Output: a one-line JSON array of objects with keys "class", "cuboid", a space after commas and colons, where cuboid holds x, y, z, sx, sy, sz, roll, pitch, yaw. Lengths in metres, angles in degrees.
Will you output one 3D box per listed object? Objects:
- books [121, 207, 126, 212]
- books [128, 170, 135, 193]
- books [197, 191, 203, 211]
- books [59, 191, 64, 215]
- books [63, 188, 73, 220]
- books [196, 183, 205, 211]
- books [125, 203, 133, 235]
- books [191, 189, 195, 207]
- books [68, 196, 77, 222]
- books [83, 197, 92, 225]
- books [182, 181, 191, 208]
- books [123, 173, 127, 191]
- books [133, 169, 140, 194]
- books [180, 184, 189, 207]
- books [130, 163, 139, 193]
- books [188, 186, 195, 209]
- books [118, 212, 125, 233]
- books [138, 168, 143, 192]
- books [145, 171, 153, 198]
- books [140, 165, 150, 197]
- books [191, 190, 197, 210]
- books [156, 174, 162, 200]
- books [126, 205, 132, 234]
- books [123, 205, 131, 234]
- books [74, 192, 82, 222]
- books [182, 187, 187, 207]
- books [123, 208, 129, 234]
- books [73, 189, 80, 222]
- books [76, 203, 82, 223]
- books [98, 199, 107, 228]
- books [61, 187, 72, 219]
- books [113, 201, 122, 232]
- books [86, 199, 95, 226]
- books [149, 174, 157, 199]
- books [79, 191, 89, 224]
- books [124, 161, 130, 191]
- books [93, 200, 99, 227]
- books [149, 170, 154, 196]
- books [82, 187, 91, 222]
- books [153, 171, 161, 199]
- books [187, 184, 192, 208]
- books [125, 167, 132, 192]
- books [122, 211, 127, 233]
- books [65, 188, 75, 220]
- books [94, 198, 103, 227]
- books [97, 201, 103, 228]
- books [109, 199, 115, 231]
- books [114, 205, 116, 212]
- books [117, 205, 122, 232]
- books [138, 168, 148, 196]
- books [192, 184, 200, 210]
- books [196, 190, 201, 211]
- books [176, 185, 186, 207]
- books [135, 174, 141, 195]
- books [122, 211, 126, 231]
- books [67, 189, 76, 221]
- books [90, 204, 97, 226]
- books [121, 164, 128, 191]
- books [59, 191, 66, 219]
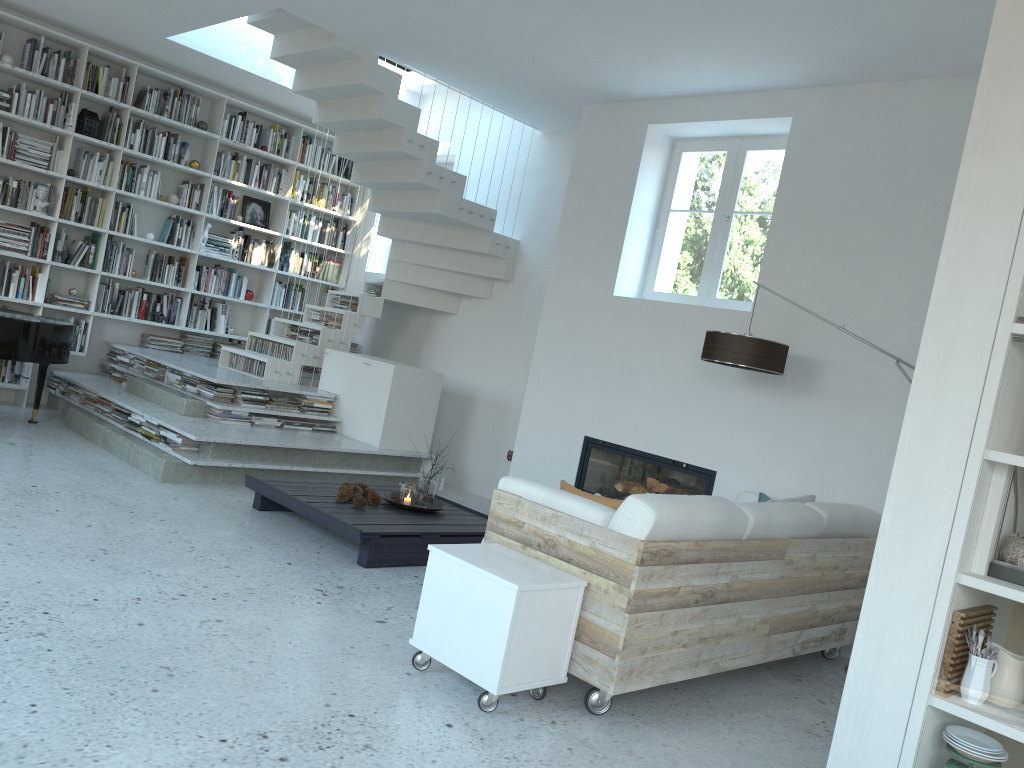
[{"class": "books", "cuboid": [-3.568, -1.489, 8.055, 0.008, 0.242, 0.168, 9, 3, -45]}, {"class": "books", "cuboid": [-3.490, -1.835, 8.052, 0.026, 0.216, 0.161, 9, 3, -45]}, {"class": "books", "cuboid": [-3.029, -1.753, 8.509, 0.012, 0.206, 0.169, 9, 3, -45]}, {"class": "books", "cuboid": [-3.940, -1.553, 7.688, 0.014, 0.244, 0.145, 9, 4, -45]}, {"class": "books", "cuboid": [-3.892, -1.569, 7.725, 0.035, 0.293, 0.144, 9, 4, -45]}, {"class": "books", "cuboid": [-3.011, -1.786, 8.509, 0.005, 0.278, 0.182, 9, 3, -45]}, {"class": "books", "cuboid": [-3.522, -1.504, 8.097, 0.013, 0.287, 0.158, 9, 4, -45]}, {"class": "books", "cuboid": [-3.087, -1.763, 8.475, 0.012, 0.206, 0.137, 9, 3, -45]}, {"class": "books", "cuboid": [-3.860, -1.532, 7.752, 0.015, 0.232, 0.179, 9, 3, -45]}, {"class": "books", "cuboid": [-3.783, -1.530, 7.835, 0.033, 0.253, 0.174, 9, 3, -45]}, {"class": "books", "cuboid": [-3.109, -1.797, 8.420, 0.015, 0.267, 0.164, 9, 4, -45]}, {"class": "books", "cuboid": [-3.529, -1.823, 8.018, 0.021, 0.179, 0.136, 9, 3, -45]}, {"class": "books", "cuboid": [-3.452, -1.839, 8.069, 0.022, 0.237, 0.164, 9, 3, -45]}, {"class": "books", "cuboid": [-3.130, -1.783, 8.420, 0.012, 0.232, 0.154, 9, 3, -45]}, {"class": "books", "cuboid": [-3.456, -1.862, 8.051, 0.014, 0.280, 0.177, 9, 3, -45]}, {"class": "books", "cuboid": [-3.092, -1.775, 8.461, 0.016, 0.228, 0.160, 9, 3, -45]}, {"class": "books", "cuboid": [-3.563, -1.461, 8.029, 0.017, 0.192, 0.191, 9, 3, -45]}, {"class": "books", "cuboid": [-3.431, -1.846, 8.109, 0.011, 0.257, 0.131, 9, 4, -45]}, {"class": "books", "cuboid": [-3.371, -1.830, 8.153, 0.025, 0.245, 0.183, 9, 3, -45]}, {"class": "books", "cuboid": [-3.394, -1.860, 8.144, 0.027, 0.295, 0.159, 9, 4, -45]}, {"class": "books", "cuboid": [-3.071, -1.758, 8.476, 0.013, 0.202, 0.173, 9, 3, -45]}, {"class": "books", "cuboid": [-3.307, -1.824, 8.242, 0.034, 0.254, 0.160, 9, 3, -45]}, {"class": "books", "cuboid": [-3.530, -1.498, 8.091, 0.006, 0.274, 0.166, 9, 4, -45]}, {"class": "books", "cuboid": [-3.531, -1.496, 8.083, 0.006, 0.270, 0.178, 9, 3, -45]}, {"class": "books", "cuboid": [-3.844, -1.554, 7.791, 0.035, 0.278, 0.139, 9, 4, -45]}, {"class": "books", "cuboid": [-3.140, -1.771, 8.416, 0.005, 0.205, 0.153, 9, 3, -45]}, {"class": "books", "cuboid": [-3.548, -1.486, 8.082, 0.017, 0.243, 0.132, 9, 4, -45]}, {"class": "books", "cuboid": [-3.840, -1.560, 7.761, 0.019, 0.294, 0.163, 9, 4, -45]}, {"class": "books", "cuboid": [-3.838, -1.504, 7.813, 0.030, 0.181, 0.131, 9, 3, -45]}, {"class": "books", "cuboid": [-3.694, -1.523, 7.938, 0.033, 0.269, 0.141, 9, 4, -45]}, {"class": "books", "cuboid": [-3.893, -1.568, 7.708, 0.035, 0.293, 0.144, 9, 4, -45]}, {"class": "books", "cuboid": [-3.586, -1.509, 7.998, 0.013, 0.279, 0.191, 9, 3, -45]}, {"class": "books", "cuboid": [-3.751, -1.518, 7.835, 0.027, 0.242, 0.188, 9, 3, -45]}, {"class": "books", "cuboid": [-3.343, -1.819, 8.191, 0.021, 0.232, 0.182, 9, 3, -45]}, {"class": "books", "cuboid": [-3.786, -1.550, 7.797, 0.019, 0.293, 0.182, 9, 4, -45]}, {"class": "books", "cuboid": [-3.518, -1.875, 8.040, 0.014, 0.284, 0.135, 9, 4, -45]}, {"class": "books", "cuboid": [-3.736, -1.515, 7.890, 0.028, 0.239, 0.145, 9, 4, -45]}, {"class": "books", "cuboid": [-3.366, -1.838, 8.184, 0.024, 0.262, 0.133, 9, 4, -45]}, {"class": "books", "cuboid": [-3.785, -1.573, 7.818, 0.022, 0.338, 0.169, 9, 4, -45]}, {"class": "books", "cuboid": [-3.315, -1.834, 8.198, 0.024, 0.272, 0.169, 9, 3, -45]}, {"class": "books", "cuboid": [-3.108, -1.785, 8.440, 0.016, 0.244, 0.151, 9, 4, -45]}, {"class": "books", "cuboid": [-3.500, -1.847, 8.036, 0.013, 0.236, 0.157, 9, 3, -45]}, {"class": "books", "cuboid": [-3.551, -1.470, 8.065, 0.007, 0.212, 0.158, 9, 3, -45]}, {"class": "books", "cuboid": [-3.872, -1.565, 7.723, 0.035, 0.293, 0.144, 9, 4, -45]}, {"class": "books", "cuboid": [-3.713, -1.525, 7.902, 0.032, 0.266, 0.142, 9, 4, -45]}, {"class": "books", "cuboid": [-3.712, -1.516, 7.926, 0.019, 0.248, 0.148, 9, 4, -45]}, {"class": "books", "cuboid": [-3.627, -1.521, 7.977, 0.035, 0.288, 0.191, 9, 3, -45]}, {"class": "books", "cuboid": [-3.630, -1.501, 8.007, 0.007, 0.244, 0.145, 9, 4, -45]}, {"class": "books", "cuboid": [-3.589, -1.499, 8.038, 0.013, 0.256, 0.144, 9, 4, -45]}, {"class": "books", "cuboid": [-3.399, -1.843, 8.106, 0.030, 0.263, 0.182, 9, 3, -45]}, {"class": "books", "cuboid": [-3.049, -1.781, 8.478, 0.016, 0.257, 0.175, 9, 3, -45]}, {"class": "books", "cuboid": [-3.044, -1.754, 8.488, 0.013, 0.204, 0.173, 9, 3, -45]}, {"class": "books", "cuboid": [-3.148, -1.781, 8.411, 0.015, 0.220, 0.139, 9, 3, -45]}, {"class": "books", "cuboid": [-3.446, -1.817, 8.093, 0.025, 0.194, 0.170, 9, 3, -45]}, {"class": "books", "cuboid": [-3.564, -1.471, 8.064, 0.014, 0.209, 0.156, 9, 3, -45]}, {"class": "books", "cuboid": [-3.874, -1.566, 7.743, 0.035, 0.293, 0.144, 9, 4, -45]}, {"class": "books", "cuboid": [-3.743, -1.498, 7.858, 0.034, 0.204, 0.181, 9, 3, -45]}, {"class": "books", "cuboid": [-3.526, -1.857, 7.996, 0.014, 0.248, 0.176, 9, 3, -45]}, {"class": "books", "cuboid": [-3.937, -1.554, 7.707, 0.013, 0.247, 0.176, 9, 3, -45]}]
